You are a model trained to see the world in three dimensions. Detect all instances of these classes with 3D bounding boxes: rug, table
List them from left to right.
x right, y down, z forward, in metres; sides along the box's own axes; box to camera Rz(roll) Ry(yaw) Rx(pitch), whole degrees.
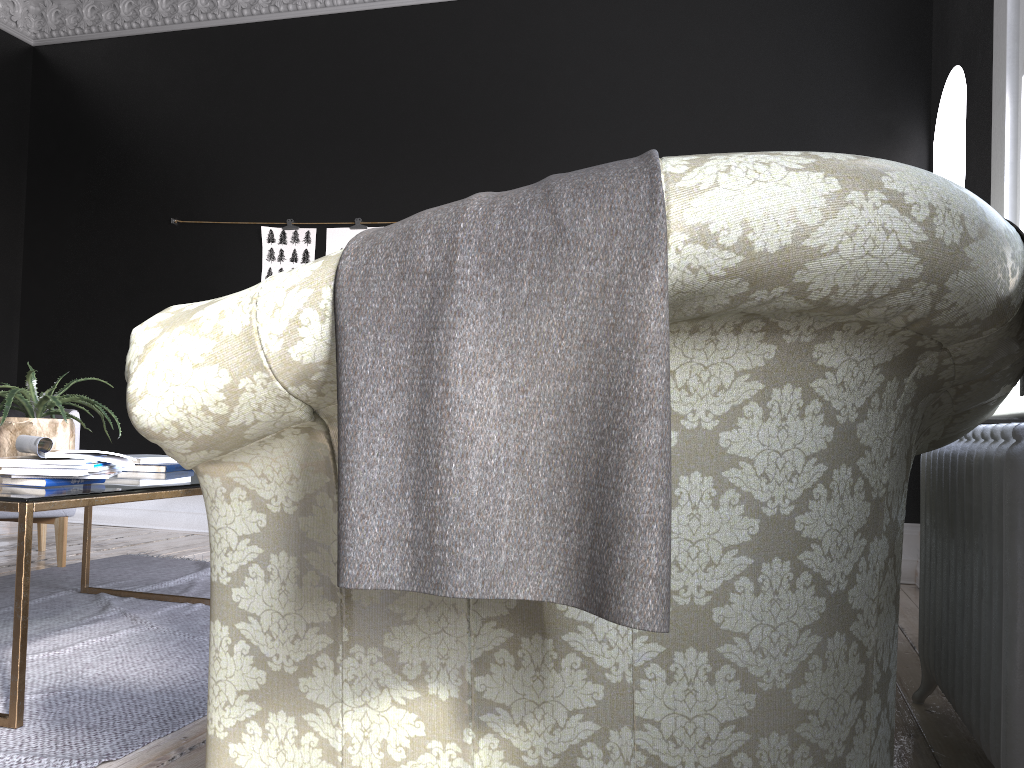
[{"bbox_3d":[-1.687,0.851,2.995,2.105,0.050,3.648,1,-3,17],"label":"rug"},{"bbox_3d":[-1.520,0.591,3.006,1.092,0.558,1.450,1,-3,16],"label":"table"}]

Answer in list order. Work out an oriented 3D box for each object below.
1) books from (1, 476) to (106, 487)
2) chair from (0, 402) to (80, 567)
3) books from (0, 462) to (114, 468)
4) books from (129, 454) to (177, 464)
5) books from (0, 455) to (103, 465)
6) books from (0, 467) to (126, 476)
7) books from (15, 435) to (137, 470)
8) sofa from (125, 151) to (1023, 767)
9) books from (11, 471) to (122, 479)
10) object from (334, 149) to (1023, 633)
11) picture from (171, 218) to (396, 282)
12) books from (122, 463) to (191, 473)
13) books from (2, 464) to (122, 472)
[{"bbox_3d":[-1.354,0.284,2.626,0.162,0.023,0.232,1,-3,17],"label":"books"},{"bbox_3d":[-2.738,0.487,4.588,0.819,0.862,0.770,3,-3,-33],"label":"chair"},{"bbox_3d":[-1.351,0.236,2.649,0.252,0.011,0.318,2,-3,-12],"label":"books"},{"bbox_3d":[-1.458,0.297,3.510,0.220,0.024,0.307,1,-3,16],"label":"books"},{"bbox_3d":[-1.354,0.225,2.642,0.252,0.011,0.318,2,-3,-7],"label":"books"},{"bbox_3d":[-1.343,0.258,2.648,0.252,0.011,0.318,2,-3,-2],"label":"books"},{"bbox_3d":[-1.340,0.216,2.721,0.273,0.109,0.322,4,-4,-39],"label":"books"},{"bbox_3d":[0.561,0.352,2.296,1.606,1.160,2.815,1,-3,17],"label":"sofa"},{"bbox_3d":[-1.340,0.271,2.691,0.252,0.011,0.318,3,-3,-17],"label":"books"},{"bbox_3d":[0.403,0.012,1.352,1.367,0.584,0.517,3,-3,-25],"label":"object"},{"bbox_3d":[-0.256,-0.740,5.599,4.456,0.770,0.058,1,-2,16],"label":"picture"},{"bbox_3d":[-1.397,0.325,3.488,0.193,0.030,0.290,2,-3,0],"label":"books"},{"bbox_3d":[-1.340,0.248,2.664,0.252,0.011,0.318,2,-3,-12],"label":"books"}]
